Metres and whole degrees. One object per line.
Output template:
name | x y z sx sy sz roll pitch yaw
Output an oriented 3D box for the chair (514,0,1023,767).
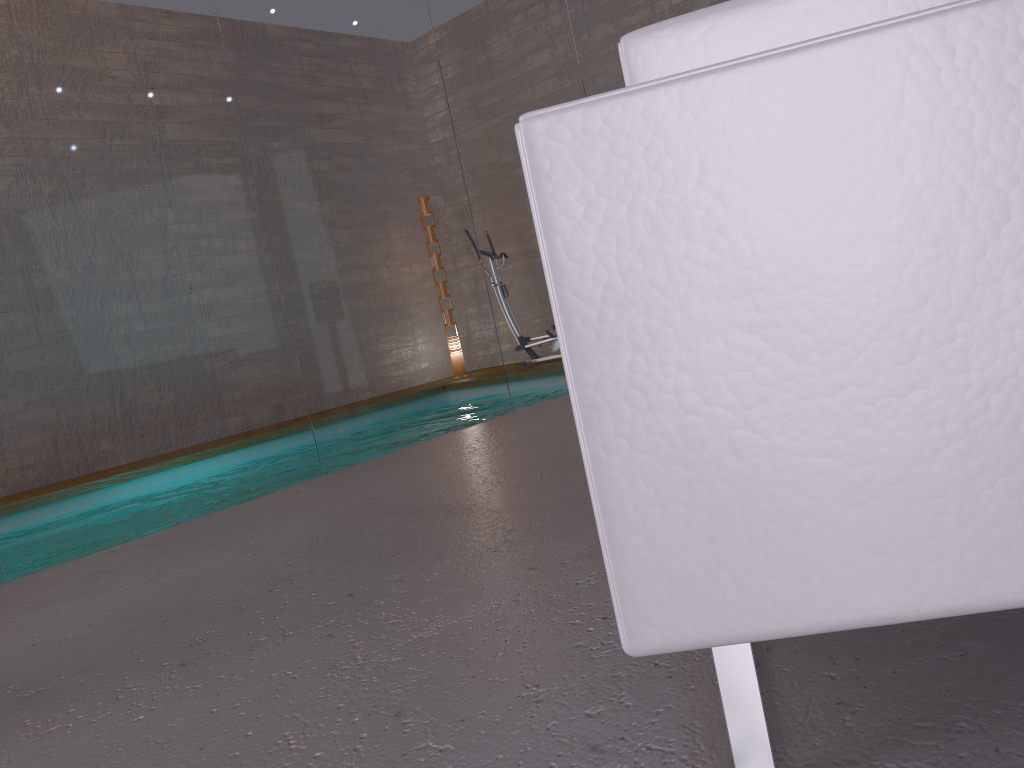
chair | 0.606 -0.092 1.274 0.936 0.808 1.026 -11 4 12
